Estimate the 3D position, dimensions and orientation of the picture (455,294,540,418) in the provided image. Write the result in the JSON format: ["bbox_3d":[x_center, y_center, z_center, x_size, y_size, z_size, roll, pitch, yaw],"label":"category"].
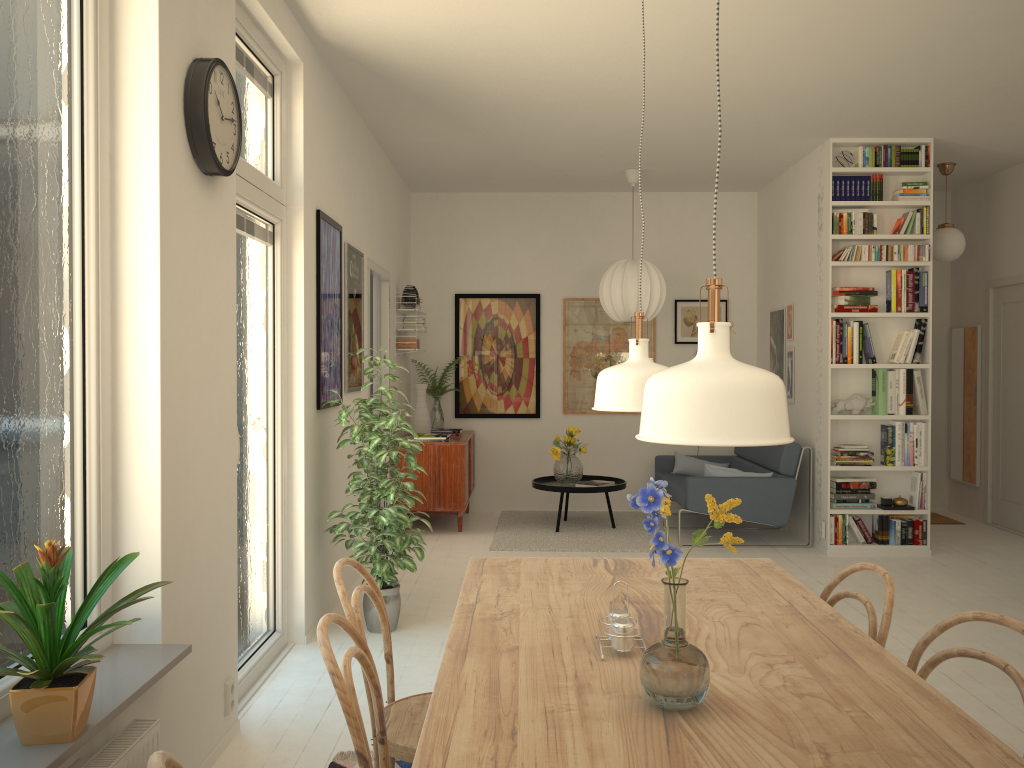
[{"bbox_3d":[-0.132,-0.255,8.098,0.778,1.134,0.018,0,1,1],"label":"picture"}]

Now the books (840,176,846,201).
[{"bbox_3d":[2.306,-1.360,6.265,0.034,0.178,0.188,0,1,1],"label":"books"}]

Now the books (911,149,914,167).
[{"bbox_3d":[2.779,-1.567,6.222,0.017,0.130,0.150,0,1,1],"label":"books"}]

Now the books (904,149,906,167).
[{"bbox_3d":[2.727,-1.567,6.222,0.017,0.130,0.150,0,1,1],"label":"books"}]

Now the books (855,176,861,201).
[{"bbox_3d":[2.411,-1.360,6.263,0.034,0.178,0.188,0,1,1],"label":"books"}]

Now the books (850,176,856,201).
[{"bbox_3d":[2.376,-1.360,6.264,0.034,0.178,0.188,0,1,1],"label":"books"}]

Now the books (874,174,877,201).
[{"bbox_3d":[2.532,-1.366,6.269,0.020,0.191,0.205,0,1,1],"label":"books"}]

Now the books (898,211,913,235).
[{"bbox_3d":[2.744,-1.121,6.273,0.092,0.165,0.222,0,1,1],"label":"books"}]

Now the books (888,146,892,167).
[{"bbox_3d":[2.632,-1.579,6.256,0.009,0.151,0.208,0,1,1],"label":"books"}]

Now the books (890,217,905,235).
[{"bbox_3d":[2.711,-1.103,6.286,0.073,0.129,0.200,0,1,1],"label":"books"}]

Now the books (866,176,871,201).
[{"bbox_3d":[2.481,-1.360,6.262,0.034,0.178,0.188,0,1,1],"label":"books"}]

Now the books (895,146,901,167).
[{"bbox_3d":[2.684,-1.579,6.251,0.032,0.152,0.200,0,1,1],"label":"books"}]

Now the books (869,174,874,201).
[{"bbox_3d":[2.512,-1.366,6.273,0.020,0.191,0.205,0,1,1],"label":"books"}]

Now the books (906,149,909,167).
[{"bbox_3d":[2.744,-1.567,6.222,0.017,0.130,0.150,0,1,1],"label":"books"}]

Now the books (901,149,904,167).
[{"bbox_3d":[2.709,-1.567,6.223,0.017,0.130,0.150,0,1,1],"label":"books"}]

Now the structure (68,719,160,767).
[{"bbox_3d":[-0.970,1.013,1.786,0.113,0.278,1.029,0,1,1],"label":"structure"}]

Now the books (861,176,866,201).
[{"bbox_3d":[2.446,-1.360,6.263,0.034,0.178,0.188,0,1,1],"label":"books"}]

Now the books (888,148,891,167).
[{"bbox_3d":[2.618,-1.572,6.250,0.019,0.137,0.201,0,1,1],"label":"books"}]

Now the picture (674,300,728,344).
[{"bbox_3d":[1.721,-0.565,8.069,0.481,0.402,0.015,0,1,1],"label":"picture"}]

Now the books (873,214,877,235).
[{"bbox_3d":[2.528,-1.108,6.254,0.020,0.145,0.189,0,1,1],"label":"books"}]

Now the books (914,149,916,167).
[{"bbox_3d":[2.797,-1.567,6.221,0.017,0.130,0.150,0,1,1],"label":"books"}]

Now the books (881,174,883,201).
[{"bbox_3d":[2.573,-1.366,6.272,0.020,0.191,0.205,0,1,1],"label":"books"}]

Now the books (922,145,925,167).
[{"bbox_3d":[2.856,-1.580,6.258,0.020,0.156,0.229,0,1,1],"label":"books"}]

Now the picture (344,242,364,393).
[{"bbox_3d":[-0.953,-0.389,5.376,0.020,0.869,0.525,0,1,1],"label":"picture"}]

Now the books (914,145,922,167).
[{"bbox_3d":[2.834,-1.578,6.220,0.019,0.157,0.150,0,1,1],"label":"books"}]

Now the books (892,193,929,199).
[{"bbox_3d":[2.792,-1.316,6.258,0.200,0.018,0.208,0,1,1],"label":"books"}]

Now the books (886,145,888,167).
[{"bbox_3d":[2.603,-1.582,6.260,0.012,0.157,0.220,0,1,1],"label":"books"}]

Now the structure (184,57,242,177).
[{"bbox_3d":[-0.961,-0.864,2.882,0.074,0.371,0.371,0,1,1],"label":"structure"}]

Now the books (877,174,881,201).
[{"bbox_3d":[2.552,-1.366,6.261,0.020,0.191,0.205,0,1,1],"label":"books"}]

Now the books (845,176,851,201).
[{"bbox_3d":[2.341,-1.360,6.264,0.034,0.178,0.188,0,1,1],"label":"books"}]

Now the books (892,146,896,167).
[{"bbox_3d":[2.652,-1.580,6.267,0.032,0.154,0.212,0,1,1],"label":"books"}]

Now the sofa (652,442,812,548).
[{"bbox_3d":[1.704,0.788,7.153,0.964,0.773,1.603,0,1,1],"label":"sofa"}]

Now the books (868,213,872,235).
[{"bbox_3d":[2.490,-1.112,6.236,0.023,0.153,0.176,0,1,1],"label":"books"}]

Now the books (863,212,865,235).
[{"bbox_3d":[2.447,-1.116,6.250,0.013,0.159,0.176,0,1,1],"label":"books"}]

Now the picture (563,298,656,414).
[{"bbox_3d":[0.888,-0.254,8.087,0.838,1.052,0.012,0,1,1],"label":"picture"}]

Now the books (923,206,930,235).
[{"bbox_3d":[2.887,-1.137,6.255,0.022,0.198,0.212,0,1,1],"label":"books"}]

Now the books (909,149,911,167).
[{"bbox_3d":[2.762,-1.567,6.222,0.017,0.130,0.150,0,1,1],"label":"books"}]

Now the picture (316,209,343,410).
[{"bbox_3d":[-0.962,-0.376,4.694,0.018,0.999,0.546,0,1,1],"label":"picture"}]

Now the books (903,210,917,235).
[{"bbox_3d":[2.777,-1.123,6.259,0.065,0.168,0.229,0,1,1],"label":"books"}]

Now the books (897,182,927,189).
[{"bbox_3d":[2.805,-1.389,6.250,0.169,0.032,0.188,0,1,6],"label":"books"}]

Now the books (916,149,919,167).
[{"bbox_3d":[2.814,-1.567,6.221,0.017,0.130,0.150,0,1,1],"label":"books"}]

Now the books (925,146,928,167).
[{"bbox_3d":[2.877,-1.577,6.254,0.021,0.151,0.228,0,1,1],"label":"books"}]

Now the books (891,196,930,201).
[{"bbox_3d":[2.790,-1.288,6.260,0.214,0.038,0.222,0,1,1],"label":"books"}]

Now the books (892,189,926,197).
[{"bbox_3d":[2.780,-1.341,6.256,0.173,0.030,0.199,0,1,-9],"label":"books"}]

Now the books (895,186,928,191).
[{"bbox_3d":[2.796,-1.364,6.234,0.179,0.016,0.208,0,1,6],"label":"books"}]

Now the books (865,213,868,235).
[{"bbox_3d":[2.466,-1.114,6.269,0.024,0.155,0.206,0,1,1],"label":"books"}]

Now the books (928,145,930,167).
[{"bbox_3d":[2.894,-1.580,6.276,0.014,0.154,0.260,0,1,1],"label":"books"}]

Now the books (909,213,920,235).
[{"bbox_3d":[2.821,-1.114,6.255,0.030,0.153,0.200,0,1,1],"label":"books"}]

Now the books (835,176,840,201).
[{"bbox_3d":[2.271,-1.360,6.265,0.034,0.178,0.188,0,1,1],"label":"books"}]

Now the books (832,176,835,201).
[{"bbox_3d":[2.236,-1.361,6.266,0.034,0.178,0.188,0,1,1],"label":"books"}]

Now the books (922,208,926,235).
[{"bbox_3d":[2.868,-1.132,6.257,0.014,0.188,0.218,0,1,1],"label":"books"}]

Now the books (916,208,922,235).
[{"bbox_3d":[2.849,-1.132,6.271,0.022,0.187,0.186,0,1,1],"label":"books"}]
